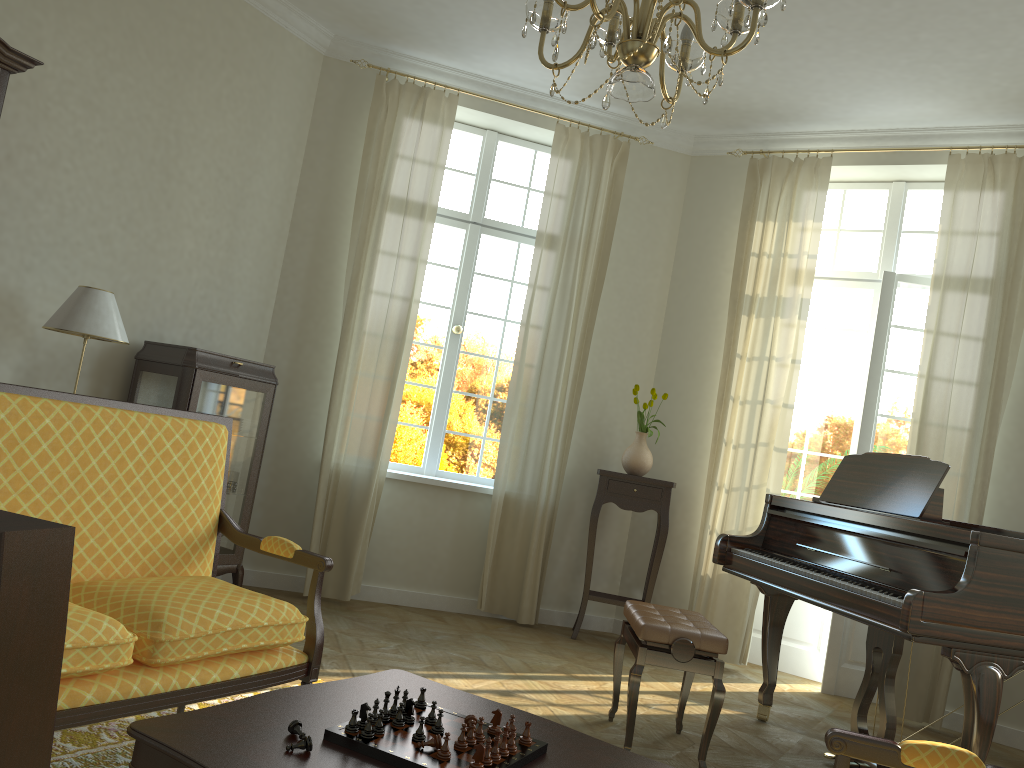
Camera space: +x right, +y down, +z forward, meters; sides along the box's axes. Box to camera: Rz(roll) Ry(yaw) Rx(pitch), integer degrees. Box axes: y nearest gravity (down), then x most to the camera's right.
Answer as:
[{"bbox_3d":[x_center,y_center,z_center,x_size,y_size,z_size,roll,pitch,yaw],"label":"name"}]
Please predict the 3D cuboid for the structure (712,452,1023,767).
[{"bbox_3d":[2.100,1.115,4.103,1.856,1.439,1.514,11,-4,-14],"label":"structure"}]

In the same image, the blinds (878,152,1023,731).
[{"bbox_3d":[2.616,0.272,5.170,0.554,3.386,0.162,8,-4,26],"label":"blinds"}]

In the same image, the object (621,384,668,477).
[{"bbox_3d":[0.888,0.321,6.015,0.264,0.609,0.242,13,-5,-34],"label":"object"}]

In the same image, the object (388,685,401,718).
[{"bbox_3d":[-0.264,0.720,2.014,0.030,0.069,0.030,11,-4,-11],"label":"object"}]

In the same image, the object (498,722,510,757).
[{"bbox_3d":[-0.015,0.755,1.890,0.030,0.069,0.030,11,-4,-11],"label":"object"}]

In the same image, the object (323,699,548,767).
[{"bbox_3d":[-0.156,0.778,1.931,0.360,0.021,0.360,8,-4,26],"label":"object"}]

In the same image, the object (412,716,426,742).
[{"bbox_3d":[-0.194,0.733,1.889,0.030,0.050,0.030,11,-4,-11],"label":"object"}]

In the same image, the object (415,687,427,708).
[{"bbox_3d":[-0.215,0.749,2.120,0.030,0.044,0.030,11,-4,-11],"label":"object"}]

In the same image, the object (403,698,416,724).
[{"bbox_3d":[-0.229,0.733,1.995,0.030,0.052,0.030,14,-5,-41],"label":"object"}]

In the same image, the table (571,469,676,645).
[{"bbox_3d":[0.741,1.167,5.956,0.522,1.114,0.344,10,-4,6],"label":"table"}]

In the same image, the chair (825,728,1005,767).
[{"bbox_3d":[0.804,0.872,1.447,0.671,1.083,0.730,9,-4,16],"label":"chair"}]

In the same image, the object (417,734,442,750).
[{"bbox_3d":[-0.171,0.744,1.848,0.052,0.030,0.030,11,-4,-12],"label":"object"}]

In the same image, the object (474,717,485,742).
[{"bbox_3d":[-0.071,0.760,1.958,0.030,0.050,0.030,11,-4,-11],"label":"object"}]

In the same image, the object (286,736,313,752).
[{"bbox_3d":[-0.421,0.714,1.760,0.052,0.030,0.030,13,-5,-31],"label":"object"}]

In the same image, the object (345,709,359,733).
[{"bbox_3d":[-0.334,0.710,1.870,0.030,0.044,0.030,11,-4,-11],"label":"object"}]

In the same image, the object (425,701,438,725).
[{"bbox_3d":[-0.180,0.745,2.013,0.030,0.050,0.030,11,-4,-11],"label":"object"}]

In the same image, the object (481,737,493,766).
[{"bbox_3d":[-0.051,0.751,1.818,0.030,0.055,0.030,11,-4,-11],"label":"object"}]

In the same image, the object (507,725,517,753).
[{"bbox_3d":[0.000,0.768,1.926,0.030,0.055,0.030,11,-4,-11],"label":"object"}]

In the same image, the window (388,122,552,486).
[{"bbox_3d":[-0.363,-0.593,6.352,1.400,2.550,0.181,11,-4,-14],"label":"window"}]

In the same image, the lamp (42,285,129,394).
[{"bbox_3d":[-2.108,0.313,4.155,0.381,1.552,0.380,7,-5,36],"label":"lamp"}]

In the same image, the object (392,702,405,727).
[{"bbox_3d":[-0.247,0.729,1.960,0.030,0.050,0.030,11,-4,-11],"label":"object"}]

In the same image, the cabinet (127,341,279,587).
[{"bbox_3d":[-1.802,0.511,4.936,0.542,1.386,0.733,8,-5,31],"label":"cabinet"}]

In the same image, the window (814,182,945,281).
[{"bbox_3d":[2.582,-1.035,6.018,1.380,0.680,0.055,8,-5,31],"label":"window"}]

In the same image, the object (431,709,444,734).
[{"bbox_3d":[-0.161,0.744,1.959,0.030,0.050,0.030,11,-4,-11],"label":"object"}]

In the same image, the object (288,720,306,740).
[{"bbox_3d":[-0.438,0.716,1.836,0.052,0.030,0.030,6,-5,42],"label":"object"}]

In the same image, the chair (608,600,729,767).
[{"bbox_3d":[0.657,1.286,3.845,0.385,0.563,0.638,10,-4,1],"label":"chair"}]

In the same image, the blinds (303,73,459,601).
[{"bbox_3d":[-0.907,-0.317,5.703,0.554,3.385,0.162,11,-4,-8],"label":"blinds"}]

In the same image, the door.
[{"bbox_3d":[2.193,0.612,5.741,1.385,2.690,0.425,8,-5,32],"label":"door"}]

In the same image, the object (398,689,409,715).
[{"bbox_3d":[-0.248,0.733,2.049,0.030,0.055,0.030,11,-4,-11],"label":"object"}]

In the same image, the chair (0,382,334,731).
[{"bbox_3d":[-1.181,0.590,2.447,0.680,1.083,1.389,8,-5,31],"label":"chair"}]

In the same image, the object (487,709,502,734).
[{"bbox_3d":[-0.037,0.770,2.032,0.030,0.052,0.030,11,-4,-11],"label":"object"}]

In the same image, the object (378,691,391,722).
[{"bbox_3d":[-0.282,0.717,1.978,0.030,0.064,0.030,11,-4,-11],"label":"object"}]

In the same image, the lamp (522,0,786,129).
[{"bbox_3d":[0.443,-1.487,2.413,0.661,1.466,0.662,10,-4,1],"label":"lamp"}]

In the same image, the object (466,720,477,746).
[{"bbox_3d":[-0.088,0.755,1.925,0.030,0.050,0.030,11,-4,-11],"label":"object"}]

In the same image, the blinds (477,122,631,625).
[{"bbox_3d":[0.266,-0.082,6.046,0.552,3.381,0.159,11,-4,-11],"label":"blinds"}]

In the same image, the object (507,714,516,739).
[{"bbox_3d":[-0.002,0.777,2.015,0.030,0.050,0.030,11,-4,-11],"label":"object"}]

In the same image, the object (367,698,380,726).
[{"bbox_3d":[-0.299,0.716,1.942,0.030,0.055,0.030,11,-4,-11],"label":"object"}]

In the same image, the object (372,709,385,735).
[{"bbox_3d":[-0.281,0.718,1.888,0.030,0.050,0.030,11,-4,-11],"label":"object"}]

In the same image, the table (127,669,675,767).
[{"bbox_3d":[-0.213,1.026,1.876,0.922,0.494,0.932,8,-5,33],"label":"table"}]

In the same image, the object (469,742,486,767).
[{"bbox_3d":[-0.068,0.747,1.782,0.030,0.052,0.030,11,-4,-11],"label":"object"}]

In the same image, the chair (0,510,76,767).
[{"bbox_3d":[-0.561,0.579,0.741,0.730,1.083,0.671,9,-4,13],"label":"chair"}]

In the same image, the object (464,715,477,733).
[{"bbox_3d":[-0.092,0.769,2.008,0.030,0.030,0.052,11,-4,-7],"label":"object"}]

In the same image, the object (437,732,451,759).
[{"bbox_3d":[-0.136,0.739,1.816,0.030,0.050,0.030,11,-4,-11],"label":"object"}]

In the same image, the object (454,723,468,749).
[{"bbox_3d":[-0.105,0.749,1.892,0.030,0.050,0.030,11,-4,-11],"label":"object"}]

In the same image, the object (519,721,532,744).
[{"bbox_3d":[0.033,0.784,1.997,0.030,0.044,0.030,11,-4,-11],"label":"object"}]

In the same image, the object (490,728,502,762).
[{"bbox_3d":[-0.033,0.752,1.854,0.030,0.064,0.030,11,-4,-11],"label":"object"}]

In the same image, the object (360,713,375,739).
[{"bbox_3d":[-0.298,0.712,1.853,0.030,0.050,0.030,11,-4,-11],"label":"object"}]

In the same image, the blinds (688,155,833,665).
[{"bbox_3d":[1.586,0.142,5.855,0.552,3.386,0.159,8,-5,28],"label":"blinds"}]

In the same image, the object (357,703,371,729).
[{"bbox_3d":[-0.317,0.711,1.906,0.030,0.052,0.030,11,-4,-11],"label":"object"}]

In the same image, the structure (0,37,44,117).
[{"bbox_3d":[-2.574,-0.278,3.495,0.521,2.458,0.715,8,-5,31],"label":"structure"}]
